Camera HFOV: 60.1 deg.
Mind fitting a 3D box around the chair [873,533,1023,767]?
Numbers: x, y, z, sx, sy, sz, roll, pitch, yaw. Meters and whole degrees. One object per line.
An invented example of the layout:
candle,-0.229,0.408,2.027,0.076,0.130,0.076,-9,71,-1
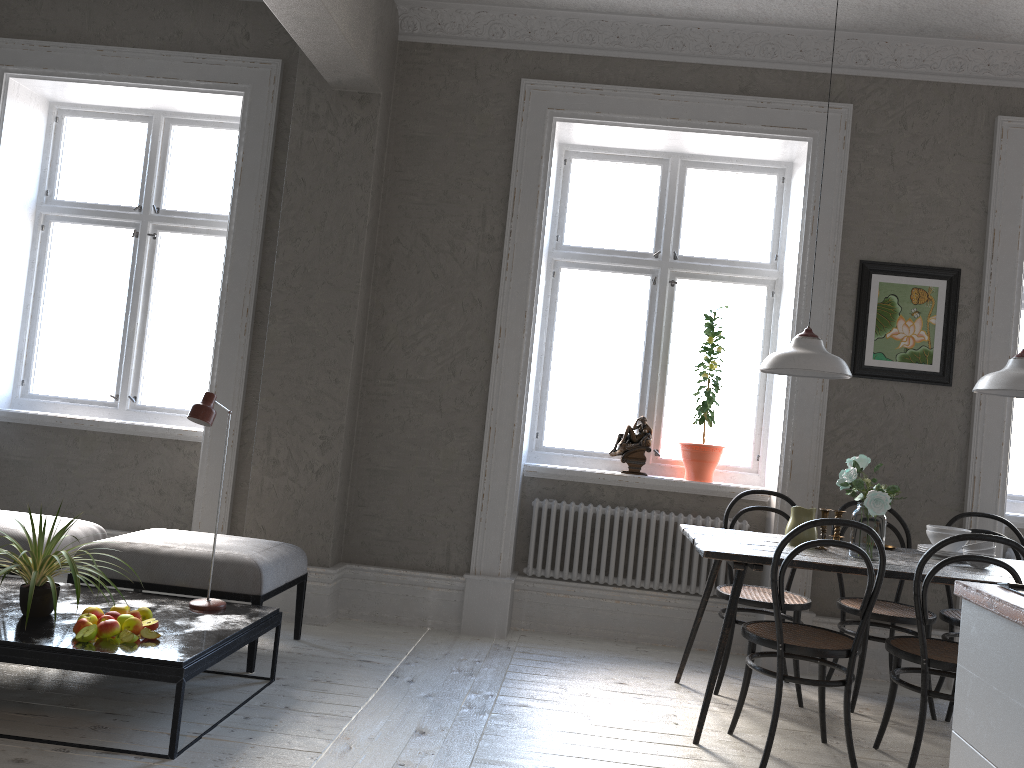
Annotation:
chair,1.613,0.983,3.248,0.434,0.921,0.554,5,-3,12

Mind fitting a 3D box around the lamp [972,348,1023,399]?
lamp,2.213,-0.873,3.714,0.376,1.859,0.382,5,-3,12

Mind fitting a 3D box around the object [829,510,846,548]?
object,1.440,0.631,3.917,0.097,0.172,0.095,6,-3,-14

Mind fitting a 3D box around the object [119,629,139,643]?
object,-1.250,0.824,2.893,0.065,0.037,0.048,4,-3,31

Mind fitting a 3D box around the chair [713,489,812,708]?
chair,1.191,0.978,4.204,0.434,0.921,0.554,5,-3,12

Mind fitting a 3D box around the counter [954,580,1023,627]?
counter,2.857,0.710,2.905,3.380,0.039,3.171,6,-2,5

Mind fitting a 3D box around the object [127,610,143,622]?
object,-1.313,0.815,3.071,0.059,0.058,0.057,6,-2,-13

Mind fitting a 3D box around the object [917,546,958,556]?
object,1.894,0.738,3.858,0.241,0.027,0.233,7,-3,-27

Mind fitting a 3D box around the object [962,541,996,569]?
object,1.918,0.695,3.641,0.126,0.119,0.126,5,-3,20

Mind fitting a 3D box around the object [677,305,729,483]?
object,1.083,0.046,4.929,0.264,0.991,0.276,3,-3,44

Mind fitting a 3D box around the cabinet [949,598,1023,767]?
cabinet,2.916,1.110,2.427,4.284,0.854,1.945,8,-3,-39

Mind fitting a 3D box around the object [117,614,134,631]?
object,-1.311,0.812,3.009,0.063,0.058,0.060,8,-3,-41

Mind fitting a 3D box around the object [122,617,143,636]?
object,-1.270,0.813,2.963,0.064,0.062,0.059,6,-2,-14

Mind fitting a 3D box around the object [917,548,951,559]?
object,1.893,0.747,3.858,0.234,0.027,0.241,5,-2,22

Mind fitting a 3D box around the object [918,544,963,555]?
object,1.894,0.730,3.858,0.233,0.027,0.241,5,-3,27

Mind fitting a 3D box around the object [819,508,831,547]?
object,1.363,0.621,3.861,0.061,0.172,0.063,5,-3,26

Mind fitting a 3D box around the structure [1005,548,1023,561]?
structure,3.199,1.138,4.658,1.221,0.428,0.149,6,-2,2

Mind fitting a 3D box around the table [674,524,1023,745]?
table,1.663,1.099,3.690,1.914,0.735,0.907,6,-2,4

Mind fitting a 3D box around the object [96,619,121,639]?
object,-1.324,0.804,2.906,0.073,0.064,0.076,4,-3,35

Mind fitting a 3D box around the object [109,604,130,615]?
object,-1.374,0.806,3.105,0.070,0.066,0.067,5,-2,9

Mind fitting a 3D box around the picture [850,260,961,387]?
picture,2.054,-0.319,4.622,0.519,0.620,0.020,6,-3,3

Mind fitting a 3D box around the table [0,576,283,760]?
table,-1.629,0.967,3.182,1.306,0.303,0.852,6,-2,4

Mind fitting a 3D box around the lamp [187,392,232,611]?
lamp,-1.186,0.451,3.441,0.135,0.839,0.257,4,-3,40

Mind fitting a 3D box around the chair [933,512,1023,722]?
chair,2.222,1.079,4.128,0.433,0.921,0.555,5,-3,17

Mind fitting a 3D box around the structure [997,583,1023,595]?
structure,1.470,0.497,1.919,0.604,0.031,0.497,6,-2,4

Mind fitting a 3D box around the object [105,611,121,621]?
object,-1.372,0.808,3.039,0.060,0.056,0.057,6,-2,-9

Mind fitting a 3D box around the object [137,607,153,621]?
object,-1.308,0.820,3.143,0.061,0.055,0.067,7,-3,-28

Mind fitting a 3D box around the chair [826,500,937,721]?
chair,1.742,1.032,4.175,0.437,0.921,0.550,6,-2,2

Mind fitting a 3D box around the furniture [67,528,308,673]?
furniture,-1.417,0.920,3.946,0.825,0.476,0.585,6,-2,4

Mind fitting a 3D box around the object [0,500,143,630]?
object,-1.633,0.609,3.087,0.653,0.420,0.742,5,-3,23

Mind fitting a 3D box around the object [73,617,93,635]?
object,-1.408,0.799,2.912,0.055,0.058,0.058,4,-3,29

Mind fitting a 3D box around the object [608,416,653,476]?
object,0.661,0.336,4.935,0.236,0.329,0.120,6,-2,6

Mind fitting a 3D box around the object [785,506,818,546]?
object,1.238,0.607,3.800,0.138,0.170,0.146,7,-3,-34

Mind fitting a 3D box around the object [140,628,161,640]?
object,-1.203,0.832,2.950,0.060,0.036,0.048,5,-2,15

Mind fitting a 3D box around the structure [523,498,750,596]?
structure,0.688,0.890,4.809,1.221,0.428,0.149,6,-2,2

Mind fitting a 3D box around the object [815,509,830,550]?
object,1.315,0.614,3.740,0.058,0.167,0.060,5,-3,18

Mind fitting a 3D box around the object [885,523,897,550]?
object,1.689,0.691,4.049,0.141,0.112,0.138,6,-2,-13

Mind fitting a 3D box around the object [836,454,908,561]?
object,1.429,0.493,3.555,0.251,0.414,0.312,6,-2,3

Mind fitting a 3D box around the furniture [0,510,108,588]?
furniture,-2.393,0.824,4.005,0.825,0.476,0.585,6,-2,4

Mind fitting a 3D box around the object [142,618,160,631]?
object,-1.248,0.830,3.039,0.066,0.039,0.065,5,-2,10

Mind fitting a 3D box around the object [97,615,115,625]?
object,-1.362,0.805,2.972,0.059,0.058,0.056,6,-2,-5

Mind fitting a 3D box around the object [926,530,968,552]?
object,1.898,0.694,3.860,0.180,0.094,0.179,6,-2,-4

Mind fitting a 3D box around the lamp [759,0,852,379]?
lamp,1.327,-0.960,3.768,0.371,1.859,0.387,4,-3,42

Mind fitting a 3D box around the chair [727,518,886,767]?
chair,1.084,0.930,3.276,0.437,0.921,0.550,6,-2,2

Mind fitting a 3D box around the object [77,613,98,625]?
object,-1.425,0.797,2.971,0.061,0.063,0.062,4,-3,36

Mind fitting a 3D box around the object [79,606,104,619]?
object,-1.441,0.796,3.039,0.069,0.066,0.071,5,-3,20

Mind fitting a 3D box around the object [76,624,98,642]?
object,-1.368,0.803,2.854,0.059,0.053,0.059,5,-2,11

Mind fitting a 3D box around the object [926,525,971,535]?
object,1.900,0.674,3.861,0.180,0.094,0.179,6,-2,-4
